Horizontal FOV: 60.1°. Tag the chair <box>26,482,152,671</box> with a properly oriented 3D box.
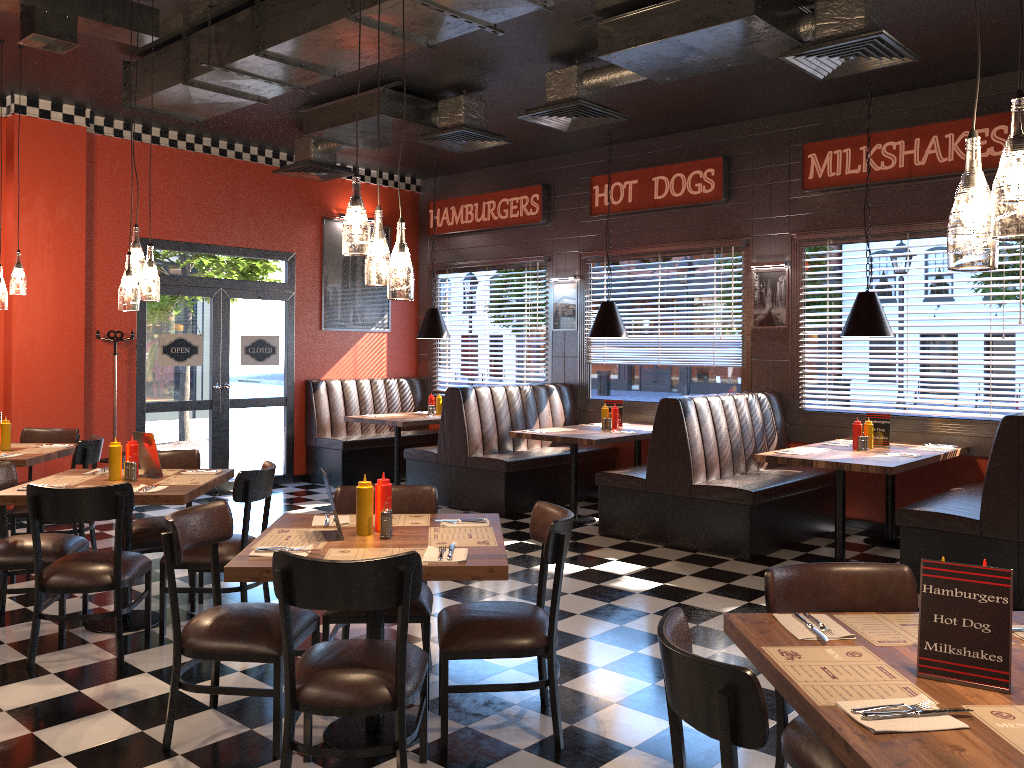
[{"bbox_3d":[-2.077,0.894,4.359,0.486,0.867,0.544,0,0,-8],"label":"chair"}]

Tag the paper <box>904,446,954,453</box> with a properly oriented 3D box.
[{"bbox_3d":[3.173,0.496,6.731,0.261,0.001,0.365,3,3,44],"label":"paper"}]

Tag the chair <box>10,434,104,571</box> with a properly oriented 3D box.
[{"bbox_3d":[-3.172,0.811,6.229,0.544,0.867,0.486,0,0,-16],"label":"chair"}]

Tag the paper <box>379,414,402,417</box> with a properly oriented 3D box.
[{"bbox_3d":[-1.373,0.343,9.751,0.261,0.001,0.365,2,3,42],"label":"paper"}]

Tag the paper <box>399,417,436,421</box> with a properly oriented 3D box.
[{"bbox_3d":[-0.975,0.366,9.252,0.261,0.001,0.365,2,3,39],"label":"paper"}]

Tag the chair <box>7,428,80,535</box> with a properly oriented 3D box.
[{"bbox_3d":[-3.638,0.786,6.788,0.486,0.867,0.544,0,0,7],"label":"chair"}]

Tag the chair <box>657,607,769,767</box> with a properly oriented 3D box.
[{"bbox_3d":[0.607,1.005,2.044,0.544,0.867,0.486,0,0,-8],"label":"chair"}]

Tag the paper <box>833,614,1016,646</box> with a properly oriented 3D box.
[{"bbox_3d":[1.091,0.655,2.371,0.365,0.001,0.261,0,2,-3],"label":"paper"}]

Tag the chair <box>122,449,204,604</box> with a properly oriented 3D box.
[{"bbox_3d":[-2.128,0.854,5.358,0.486,0.867,0.544,0,0,-25],"label":"chair"}]

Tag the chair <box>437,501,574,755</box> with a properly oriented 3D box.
[{"bbox_3d":[-0.025,0.941,3.553,0.544,0.867,0.486,0,0,-6],"label":"chair"}]

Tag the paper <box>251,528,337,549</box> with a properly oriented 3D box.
[{"bbox_3d":[-0.837,0.599,3.443,0.261,0.001,0.365,0,2,-2],"label":"paper"}]

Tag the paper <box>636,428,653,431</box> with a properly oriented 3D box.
[{"bbox_3d":[1.355,0.423,8.246,0.261,0.001,0.365,3,3,43],"label":"paper"}]

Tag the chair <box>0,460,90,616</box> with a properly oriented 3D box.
[{"bbox_3d":[-2.636,0.872,4.804,0.544,0.867,0.486,0,0,-11],"label":"chair"}]

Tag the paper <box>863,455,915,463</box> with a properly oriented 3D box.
[{"bbox_3d":[2.616,0.516,6.132,0.261,0.001,0.365,2,3,40],"label":"paper"}]

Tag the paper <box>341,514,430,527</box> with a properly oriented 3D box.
[{"bbox_3d":[-0.536,0.586,3.815,0.365,0.001,0.261,0,2,-4],"label":"paper"}]

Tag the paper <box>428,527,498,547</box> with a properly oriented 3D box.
[{"bbox_3d":[-0.198,0.601,3.495,0.261,0.001,0.365,0,2,-5],"label":"paper"}]

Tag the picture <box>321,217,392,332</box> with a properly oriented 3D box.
[{"bbox_3d":[-1.839,-1.278,10.550,0.016,1.301,1.023,0,0,42],"label":"picture"}]

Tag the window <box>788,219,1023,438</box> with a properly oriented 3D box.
[{"bbox_3d":[3.275,-0.467,7.314,2.028,1.714,0.127,2,1,42],"label":"window"}]

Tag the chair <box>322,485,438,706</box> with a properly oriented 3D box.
[{"bbox_3d":[-0.585,0.919,3.998,0.486,0.867,0.544,0,0,-3],"label":"chair"}]

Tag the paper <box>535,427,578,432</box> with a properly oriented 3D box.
[{"bbox_3d":[0.404,0.420,8.153,0.261,0.001,0.365,3,3,44],"label":"paper"}]

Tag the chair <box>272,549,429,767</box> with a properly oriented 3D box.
[{"bbox_3d":[-0.534,0.959,3.000,0.486,0.867,0.544,0,0,0],"label":"chair"}]

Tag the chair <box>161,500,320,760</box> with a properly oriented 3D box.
[{"bbox_3d":[-1.086,0.935,3.507,0.544,0.867,0.486,0,0,6],"label":"chair"}]

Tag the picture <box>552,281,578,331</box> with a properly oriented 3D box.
[{"bbox_3d":[0.576,-0.851,9.672,0.351,0.537,0.012,1,0,42],"label":"picture"}]

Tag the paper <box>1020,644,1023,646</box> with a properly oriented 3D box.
[{"bbox_3d":[1.431,0.669,2.079,0.261,0.001,0.365,0,2,-3],"label":"paper"}]

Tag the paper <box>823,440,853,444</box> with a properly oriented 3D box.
[{"bbox_3d":[2.734,0.474,7.206,0.261,0.001,0.365,3,3,43],"label":"paper"}]

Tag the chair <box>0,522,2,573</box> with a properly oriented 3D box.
[{"bbox_3d":[-3.667,0.828,5.727,0.486,0.867,0.544,1,0,17],"label":"chair"}]

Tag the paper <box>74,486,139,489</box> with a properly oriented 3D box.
[{"bbox_3d":[-2.105,0.545,4.568,0.365,0.001,0.261,0,2,-1],"label":"paper"}]

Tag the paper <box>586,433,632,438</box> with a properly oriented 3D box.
[{"bbox_3d":[0.841,0.442,7.676,0.261,0.001,0.365,3,3,44],"label":"paper"}]

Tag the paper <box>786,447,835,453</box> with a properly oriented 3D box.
[{"bbox_3d":[2.222,0.493,6.634,0.261,0.001,0.365,3,3,43],"label":"paper"}]

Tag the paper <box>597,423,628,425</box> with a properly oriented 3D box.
[{"bbox_3d":[0.963,0.400,8.750,0.261,0.001,0.365,2,3,40],"label":"paper"}]

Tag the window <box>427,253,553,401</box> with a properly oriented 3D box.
[{"bbox_3d":[-0.267,-0.620,10.519,2.028,1.714,0.127,2,1,42],"label":"window"}]

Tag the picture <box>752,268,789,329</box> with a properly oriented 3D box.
[{"bbox_3d":[2.348,-0.775,8.068,0.351,0.537,0.012,1,0,42],"label":"picture"}]

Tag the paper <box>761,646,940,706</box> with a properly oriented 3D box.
[{"bbox_3d":[0.762,0.666,2.041,0.261,0.001,0.365,0,2,-3],"label":"paper"}]

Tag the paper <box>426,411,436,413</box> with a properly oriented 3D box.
[{"bbox_3d":[-0.865,0.324,10.327,0.261,0.001,0.365,3,3,43],"label":"paper"}]

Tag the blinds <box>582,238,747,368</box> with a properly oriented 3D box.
[{"bbox_3d":[1.466,-0.777,8.851,1.869,1.206,0.100,2,1,42],"label":"blinds"}]

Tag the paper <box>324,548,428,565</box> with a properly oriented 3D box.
[{"bbox_3d":[-0.480,0.613,3.147,0.365,0.001,0.261,0,2,-4],"label":"paper"}]

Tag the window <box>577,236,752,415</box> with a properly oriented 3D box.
[{"bbox_3d":[1.504,-0.544,8.916,2.028,1.714,0.127,2,1,42],"label":"window"}]

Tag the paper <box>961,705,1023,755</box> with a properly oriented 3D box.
[{"bbox_3d":[1.126,0.681,1.730,0.365,0.001,0.261,0,2,0],"label":"paper"}]

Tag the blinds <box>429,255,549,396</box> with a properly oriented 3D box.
[{"bbox_3d":[-0.311,-0.639,10.456,1.869,1.635,0.099,1,1,42],"label":"blinds"}]

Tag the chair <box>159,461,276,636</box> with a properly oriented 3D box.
[{"bbox_3d":[-1.576,0.878,4.851,0.544,0.867,0.486,0,0,1],"label":"chair"}]

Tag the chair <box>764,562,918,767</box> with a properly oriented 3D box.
[{"bbox_3d":[1.003,0.990,2.503,0.486,0.867,0.544,0,0,-9],"label":"chair"}]

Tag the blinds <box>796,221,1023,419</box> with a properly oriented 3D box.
[{"bbox_3d":[3.235,-0.526,7.248,1.869,1.553,0.101,2,1,42],"label":"blinds"}]
